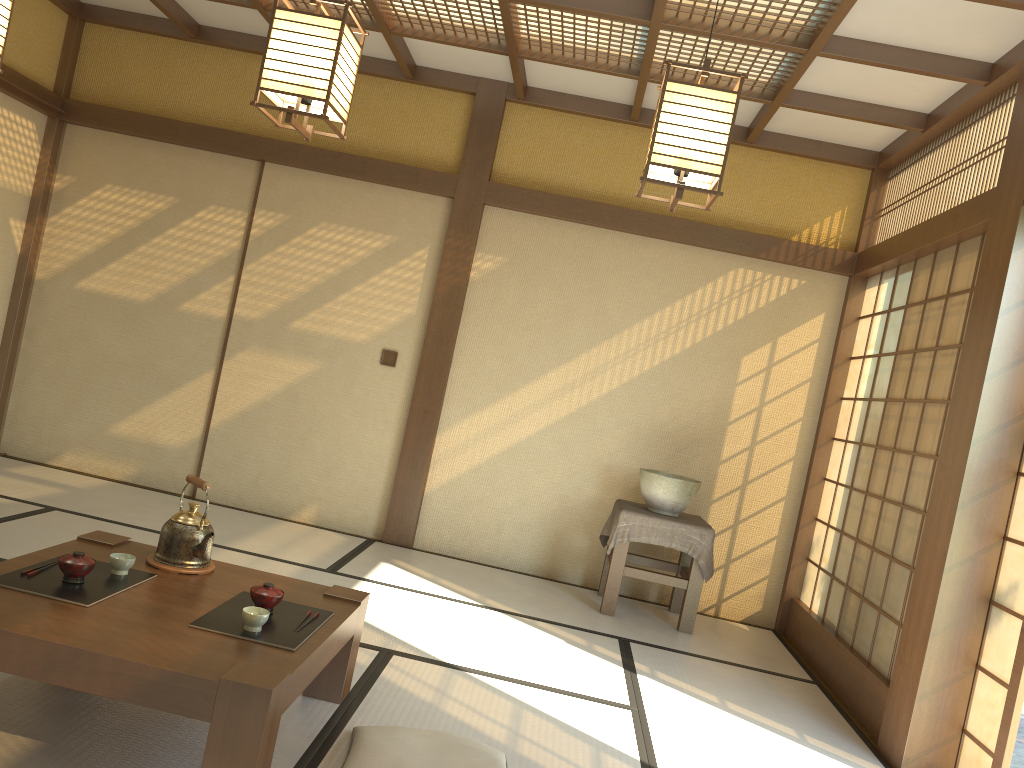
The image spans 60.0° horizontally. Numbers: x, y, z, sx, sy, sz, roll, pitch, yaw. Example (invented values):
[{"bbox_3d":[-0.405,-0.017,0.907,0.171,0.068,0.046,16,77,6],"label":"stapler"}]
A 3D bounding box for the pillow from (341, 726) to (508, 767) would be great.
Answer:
[{"bbox_3d":[-0.241,1.100,2.526,0.486,0.107,0.496,12,0,-3],"label":"pillow"}]

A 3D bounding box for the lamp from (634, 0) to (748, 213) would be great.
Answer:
[{"bbox_3d":[0.599,-1.081,2.628,0.240,1.129,0.240,12,0,4],"label":"lamp"}]

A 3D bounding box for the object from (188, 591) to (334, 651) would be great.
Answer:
[{"bbox_3d":[-0.716,0.685,2.589,0.300,0.007,0.400,12,0,4],"label":"object"}]

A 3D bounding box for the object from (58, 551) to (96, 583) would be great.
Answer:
[{"bbox_3d":[-1.254,0.525,2.552,0.100,0.080,0.100,12,0,4],"label":"object"}]

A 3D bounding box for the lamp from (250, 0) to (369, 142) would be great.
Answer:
[{"bbox_3d":[-0.538,-1.321,2.708,0.240,1.129,0.240,12,0,4],"label":"lamp"}]

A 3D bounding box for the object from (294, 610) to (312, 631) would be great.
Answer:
[{"bbox_3d":[-0.619,0.698,2.623,0.008,0.008,0.200,12,0,0],"label":"object"}]

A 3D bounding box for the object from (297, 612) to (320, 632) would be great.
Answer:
[{"bbox_3d":[-0.602,0.702,2.621,0.008,0.008,0.200,12,0,4],"label":"object"}]

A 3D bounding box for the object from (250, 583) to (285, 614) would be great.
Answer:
[{"bbox_3d":[-0.731,0.635,2.638,0.100,0.080,0.100,12,0,4],"label":"object"}]

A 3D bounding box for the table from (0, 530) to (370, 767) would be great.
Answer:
[{"bbox_3d":[-1.049,0.788,2.607,1.000,0.350,1.000,12,0,4],"label":"table"}]

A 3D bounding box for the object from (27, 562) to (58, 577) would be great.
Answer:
[{"bbox_3d":[-1.372,0.540,2.608,0.008,0.008,0.200,12,0,-2],"label":"object"}]

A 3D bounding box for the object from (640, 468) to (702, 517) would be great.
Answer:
[{"bbox_3d":[0.900,0.639,5.144,0.357,0.230,0.358,12,0,-26],"label":"object"}]

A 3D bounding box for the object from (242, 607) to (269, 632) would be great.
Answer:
[{"bbox_3d":[-0.717,0.656,2.467,0.074,0.052,0.073,12,1,-43],"label":"object"}]

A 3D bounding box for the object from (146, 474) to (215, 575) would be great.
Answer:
[{"bbox_3d":[-1.072,0.460,2.958,0.226,0.296,0.219,12,0,-1],"label":"object"}]

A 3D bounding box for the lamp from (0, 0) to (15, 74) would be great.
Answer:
[{"bbox_3d":[-1.675,-1.561,2.788,0.240,1.129,0.240,12,0,4],"label":"lamp"}]

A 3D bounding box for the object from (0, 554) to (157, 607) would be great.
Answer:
[{"bbox_3d":[-1.273,0.568,2.593,0.300,0.007,0.400,12,0,4],"label":"object"}]

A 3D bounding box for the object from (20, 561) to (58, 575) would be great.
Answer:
[{"bbox_3d":[-1.385,0.537,2.612,0.008,0.008,0.200,12,0,2],"label":"object"}]

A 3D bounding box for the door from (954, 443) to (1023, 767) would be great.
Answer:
[{"bbox_3d":[1.926,0.465,3.999,0.073,2.380,1.894,12,0,4],"label":"door"}]

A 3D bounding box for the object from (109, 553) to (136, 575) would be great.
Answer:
[{"bbox_3d":[-1.197,0.553,2.717,0.074,0.052,0.073,12,1,-43],"label":"object"}]

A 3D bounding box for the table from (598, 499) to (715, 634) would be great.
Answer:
[{"bbox_3d":[0.816,1.038,5.160,0.629,0.595,0.633,12,0,4],"label":"table"}]
